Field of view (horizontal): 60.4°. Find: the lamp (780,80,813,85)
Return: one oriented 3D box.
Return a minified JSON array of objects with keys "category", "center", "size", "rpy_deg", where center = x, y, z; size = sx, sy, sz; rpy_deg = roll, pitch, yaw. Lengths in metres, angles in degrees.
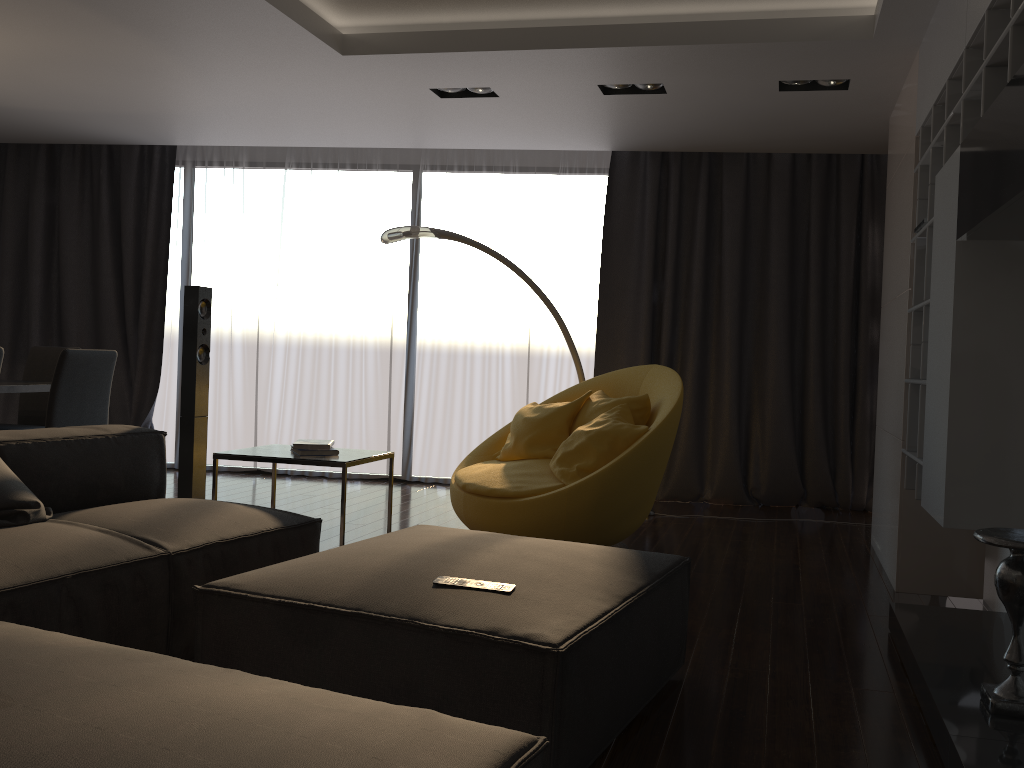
[{"category":"lamp","center":[1.499,-1.615,4.631],"size":[0.168,0.077,0.186],"rpy_deg":[3,2,33]}]

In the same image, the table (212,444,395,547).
[{"category":"table","center":[-0.897,0.577,3.818],"size":[0.587,0.563,0.461],"rpy_deg":[3,1,14]}]

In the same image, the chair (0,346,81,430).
[{"category":"chair","center":[-2.950,0.252,5.252],"size":[0.417,0.964,0.586],"rpy_deg":[2,1,15]}]

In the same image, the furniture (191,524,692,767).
[{"category":"furniture","center":[-0.126,0.699,2.576],"size":[1.051,0.439,1.141],"rpy_deg":[3,2,24]}]

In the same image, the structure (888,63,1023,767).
[{"category":"structure","center":[1.303,0.105,1.979],"size":[0.468,1.766,2.958],"rpy_deg":[2,1,17]}]

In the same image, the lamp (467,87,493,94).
[{"category":"lamp","center":[-0.179,-1.692,4.974],"size":[0.169,0.077,0.184],"rpy_deg":[3,2,26]}]

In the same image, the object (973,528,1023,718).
[{"category":"object","center":[1.366,0.643,2.374],"size":[0.238,0.475,0.241],"rpy_deg":[2,1,6]}]

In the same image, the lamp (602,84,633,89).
[{"category":"lamp","center":[0.573,-1.657,4.820],"size":[0.168,0.077,0.186],"rpy_deg":[3,2,33]}]

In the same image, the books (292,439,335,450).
[{"category":"books","center":[-0.860,0.262,3.821],"size":[0.158,0.022,0.201],"rpy_deg":[2,2,-9]}]

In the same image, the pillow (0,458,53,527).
[{"category":"pillow","center":[-1.663,0.276,1.803],"size":[1.099,0.431,2.017],"rpy_deg":[2,2,-22]}]

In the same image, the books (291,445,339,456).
[{"category":"books","center":[-0.856,0.286,3.809],"size":[0.170,0.023,0.221],"rpy_deg":[2,2,-26]}]

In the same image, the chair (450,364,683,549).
[{"category":"chair","center":[0.281,0.377,4.743],"size":[1.177,1.005,1.465],"rpy_deg":[2,1,-19]}]

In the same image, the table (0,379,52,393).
[{"category":"table","center":[-3.211,0.368,4.409],"size":[1.015,0.760,1.642],"rpy_deg":[3,1,16]}]

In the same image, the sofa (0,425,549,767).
[{"category":"sofa","center":[-1.047,0.546,2.085],"size":[2.629,0.703,2.584],"rpy_deg":[3,2,24]}]

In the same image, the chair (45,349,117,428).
[{"category":"chair","center":[-2.457,0.290,4.613],"size":[0.559,0.964,0.438],"rpy_deg":[2,1,14]}]

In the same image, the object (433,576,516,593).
[{"category":"object","center":[-0.096,0.509,2.233],"size":[0.203,0.015,0.052],"rpy_deg":[3,2,12]}]

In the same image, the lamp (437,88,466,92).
[{"category":"lamp","center":[-0.352,-1.700,5.008],"size":[0.174,0.077,0.179],"rpy_deg":[3,1,9]}]

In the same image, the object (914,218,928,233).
[{"category":"object","center":[1.863,-0.768,3.695],"size":[0.278,0.227,0.291],"rpy_deg":[3,1,14]}]

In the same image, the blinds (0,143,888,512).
[{"category":"blinds","center":[-0.947,-0.663,6.707],"size":[7.430,2.893,0.754],"rpy_deg":[2,1,4]}]

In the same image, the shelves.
[{"category":"shelves","center":[1.706,-0.312,3.062],"size":[0.369,1.600,1.971],"rpy_deg":[2,1,17]}]

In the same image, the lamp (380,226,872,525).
[{"category":"lamp","center":[1.300,0.002,5.801],"size":[4.309,1.779,0.571],"rpy_deg":[2,1,-9]}]

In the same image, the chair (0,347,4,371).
[{"category":"chair","center":[-2.669,0.301,3.926],"size":[0.559,0.964,0.438],"rpy_deg":[2,1,14]}]

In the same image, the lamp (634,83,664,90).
[{"category":"lamp","center":[0.746,-1.649,4.785],"size":[0.169,0.077,0.184],"rpy_deg":[3,2,26]}]

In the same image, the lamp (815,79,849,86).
[{"category":"lamp","center":[1.672,-1.607,4.596],"size":[0.169,0.077,0.184],"rpy_deg":[3,2,26]}]
